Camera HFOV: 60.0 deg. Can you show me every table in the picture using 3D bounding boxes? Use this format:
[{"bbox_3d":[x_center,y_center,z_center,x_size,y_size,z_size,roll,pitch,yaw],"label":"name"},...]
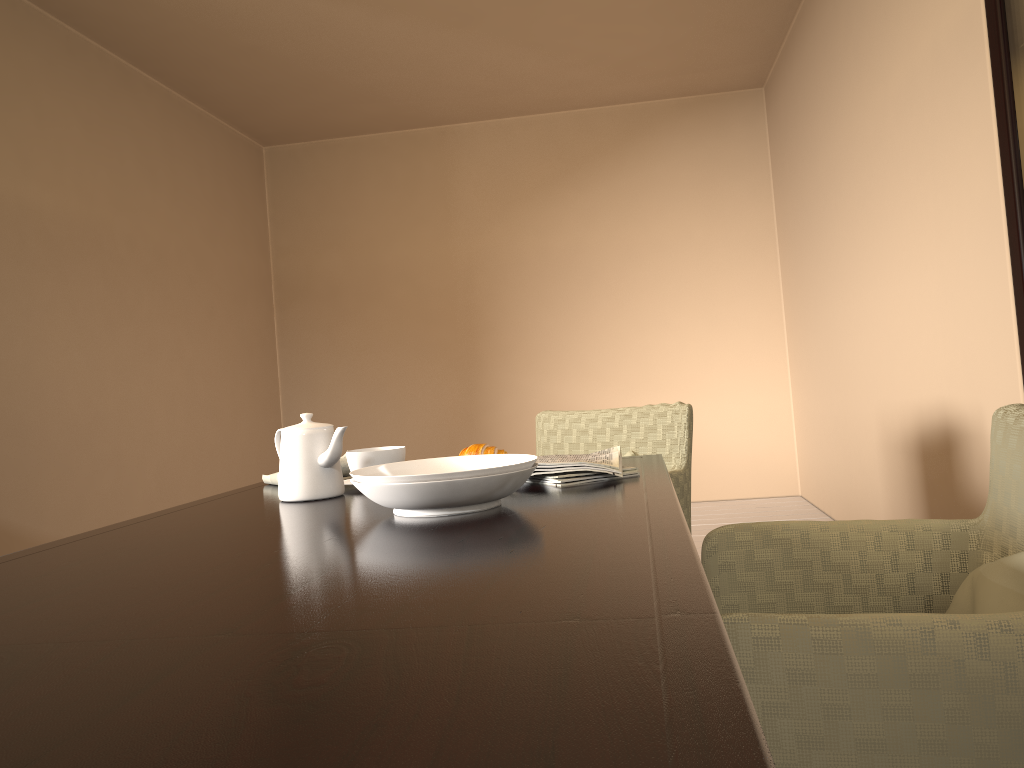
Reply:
[{"bbox_3d":[-0.230,0.524,1.015,0.918,0.654,1.990,-5,0,8],"label":"table"}]

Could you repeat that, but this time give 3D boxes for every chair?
[{"bbox_3d":[0.484,0.444,1.095,0.561,0.802,0.563,-5,-2,14],"label":"chair"},{"bbox_3d":[0.151,0.472,2.331,0.562,0.802,0.562,-6,-2,44],"label":"chair"}]

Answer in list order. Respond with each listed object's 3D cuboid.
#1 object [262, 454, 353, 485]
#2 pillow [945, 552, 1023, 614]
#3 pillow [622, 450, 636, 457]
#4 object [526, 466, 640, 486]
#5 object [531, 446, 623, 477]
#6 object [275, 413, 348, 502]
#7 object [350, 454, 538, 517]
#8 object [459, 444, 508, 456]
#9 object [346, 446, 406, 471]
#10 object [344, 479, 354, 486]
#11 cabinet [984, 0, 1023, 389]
[{"bbox_3d":[-0.428,0.181,1.945,0.205,0.063,0.196,-4,0,-30],"label":"object"},{"bbox_3d":[0.574,0.306,1.065,0.192,0.295,0.440,-5,-1,7],"label":"pillow"},{"bbox_3d":[0.221,0.336,2.410,0.315,0.295,0.247,-5,-1,21],"label":"pillow"},{"bbox_3d":[0.102,0.164,1.637,0.165,0.027,0.231,-4,0,-27],"label":"object"},{"bbox_3d":[0.084,0.151,1.606,0.233,0.051,0.164,-5,0,8],"label":"object"},{"bbox_3d":[-0.366,0.130,1.622,0.198,0.156,0.118,-5,-1,14],"label":"object"},{"bbox_3d":[-0.099,0.154,1.334,0.281,0.066,0.281,-4,0,2],"label":"object"},{"bbox_3d":[-0.066,0.154,1.901,0.138,0.051,0.062,-5,-1,27],"label":"object"},{"bbox_3d":[-0.271,0.164,1.753,0.125,0.070,0.116,-4,-1,1],"label":"object"},{"bbox_3d":[-0.265,0.194,1.752,0.154,0.012,0.153,-4,0,-32],"label":"object"},{"bbox_3d":[1.476,-0.283,1.043,0.888,1.842,2.487,-5,-1,8],"label":"cabinet"}]
